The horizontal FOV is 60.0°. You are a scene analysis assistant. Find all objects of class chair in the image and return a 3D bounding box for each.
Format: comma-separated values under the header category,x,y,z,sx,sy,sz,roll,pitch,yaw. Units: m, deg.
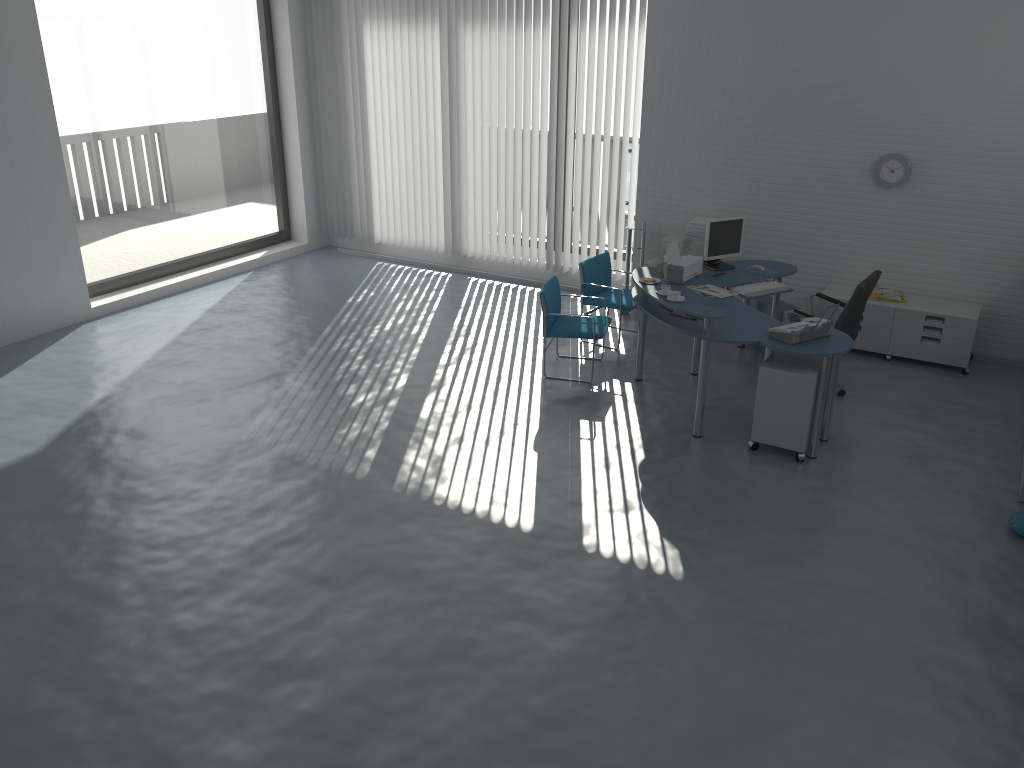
category,x,y,z,sx,sy,sz,roll,pitch,yaw
chair,0.506,-0.453,7.169,0.543,0.707,0.542,6,23,13
chair,0.910,-0.749,7.881,0.543,0.707,0.542,15,27,32
chair,2.345,-0.404,6.766,0.652,0.948,0.584,16,27,32

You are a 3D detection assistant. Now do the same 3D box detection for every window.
category,x,y,z,sx,sy,sz,roll,pitch,yaw
window,0.039,-2.869,9.676,3.635,2.562,0.008,13,26,27
window,-3.512,-2.587,9.187,0.008,2.691,2.824,13,26,27

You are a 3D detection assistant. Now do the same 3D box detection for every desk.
category,x,y,z,sx,sy,sz,roll,pitch,yaw
desk,1.589,-0.359,6.710,1.402,0.900,2.282,2,23,5

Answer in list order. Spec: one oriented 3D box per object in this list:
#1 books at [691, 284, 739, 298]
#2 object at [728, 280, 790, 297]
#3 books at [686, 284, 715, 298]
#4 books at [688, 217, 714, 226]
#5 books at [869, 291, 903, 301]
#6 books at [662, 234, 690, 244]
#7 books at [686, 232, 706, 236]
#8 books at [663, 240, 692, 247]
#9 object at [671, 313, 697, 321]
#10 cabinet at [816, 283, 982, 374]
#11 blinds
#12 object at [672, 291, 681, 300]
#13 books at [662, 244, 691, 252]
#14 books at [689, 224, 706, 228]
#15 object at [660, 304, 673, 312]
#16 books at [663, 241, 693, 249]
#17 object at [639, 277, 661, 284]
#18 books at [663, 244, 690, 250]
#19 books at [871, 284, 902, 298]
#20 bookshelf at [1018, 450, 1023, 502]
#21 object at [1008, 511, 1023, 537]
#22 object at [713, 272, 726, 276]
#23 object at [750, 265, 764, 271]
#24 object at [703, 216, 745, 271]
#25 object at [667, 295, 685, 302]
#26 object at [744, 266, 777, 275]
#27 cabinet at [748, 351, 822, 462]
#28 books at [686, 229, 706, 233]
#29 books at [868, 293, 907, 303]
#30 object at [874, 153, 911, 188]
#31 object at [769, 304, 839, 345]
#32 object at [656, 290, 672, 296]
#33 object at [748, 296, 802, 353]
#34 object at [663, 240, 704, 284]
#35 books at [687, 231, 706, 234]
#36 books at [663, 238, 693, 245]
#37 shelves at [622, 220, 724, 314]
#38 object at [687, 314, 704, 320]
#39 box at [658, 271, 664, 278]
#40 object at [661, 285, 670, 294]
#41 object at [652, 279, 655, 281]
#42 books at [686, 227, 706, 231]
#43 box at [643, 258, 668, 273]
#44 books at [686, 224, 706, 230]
category,x,y,z,sx,sy,sz,roll,pitch,yaw
books,1.536,-0.701,6.715,0.200,0.010,0.300,-15,27,-32
object,1.952,-0.763,7.021,0.478,0.028,0.276,-12,26,-27
books,1.476,-0.708,6.737,0.200,0.005,0.300,-6,24,-14
books,1.744,-1.489,8.127,0.190,0.015,0.270,11,25,23
books,3.154,-0.765,7.537,0.300,0.020,0.210,10,25,23
books,1.537,-1.360,8.312,0.190,0.015,0.270,11,25,25
books,1.743,-1.406,8.162,0.190,0.015,0.270,13,26,27
books,1.555,-1.331,8.321,0.190,0.015,0.270,12,26,26
object,1.191,-0.466,6.148,0.200,0.010,0.011,18,28,36
cabinet,3.277,-0.487,7.580,1.259,0.484,0.447,13,26,27
blinds,-0.541,-2.811,9.451,4.001,2.955,0.158,13,26,27
object,1.125,-0.604,6.046,0.078,0.049,0.062,-17,28,-35
books,1.550,-1.292,8.343,0.190,0.015,0.270,12,26,26
books,1.757,-1.476,8.135,0.190,0.015,0.270,13,26,27
object,1.100,-0.548,6.338,0.013,0.013,0.178,-8,24,-20
books,1.559,-1.319,8.331,0.190,0.015,0.270,13,26,28
object,1.003,-0.750,6.453,0.162,0.011,0.162,-7,24,-16
books,1.550,-1.306,8.337,0.190,0.015,0.270,11,25,24
books,3.126,-0.793,7.553,0.210,0.020,0.300,-10,25,-23
bookshelf,3.855,-0.152,5.921,0.521,1.141,2.294,13,26,27
object,2.925,0.410,4.804,0.312,0.972,0.357,2,23,5
object,1.669,-0.884,7.147,0.178,0.013,0.013,-19,30,-38
object,2.020,-0.959,7.295,0.115,0.035,0.054,18,29,36
object,1.705,-1.165,7.295,0.365,0.417,0.212,-11,25,-25
object,1.118,-0.580,6.051,0.119,0.016,0.119,4,23,8
object,2.050,-0.946,7.284,0.285,0.026,0.213,20,30,39
cabinet,1.884,0.116,5.966,0.383,0.605,0.559,14,26,29
books,1.734,-1.434,8.151,0.190,0.015,0.270,14,26,29
books,3.182,-0.743,7.538,0.300,0.020,0.210,6,23,13
object,3.172,-1.779,7.389,0.279,0.277,0.041,13,26,27
object,1.916,-0.434,5.732,0.405,0.280,0.399,-12,26,-28
object,1.069,-0.635,6.181,0.119,0.016,0.119,-9,24,-21
object,2.254,-0.497,7.666,0.199,0.422,0.471,-10,25,-23
object,1.351,-0.975,7.023,0.197,0.273,0.392,15,27,32
books,1.743,-1.420,8.156,0.190,0.015,0.270,11,25,25
books,1.558,-1.348,8.321,0.190,0.015,0.270,13,26,28
shelves,1.540,-1.054,8.436,0.896,0.848,0.441,13,26,28
object,1.294,-0.458,6.131,0.011,0.010,0.200,-19,30,-38
box,1.371,-1.025,8.525,0.207,0.133,0.347,11,25,23
object,1.072,-0.660,6.178,0.062,0.049,0.078,8,24,18
object,1.028,-0.757,6.461,0.027,0.005,0.025,-5,23,-13
books,1.738,-1.450,8.150,0.190,0.015,0.270,13,26,27
box,1.372,-1.127,8.482,0.139,0.090,0.234,15,27,32
books,1.735,-1.461,8.137,0.190,0.015,0.270,14,26,30
